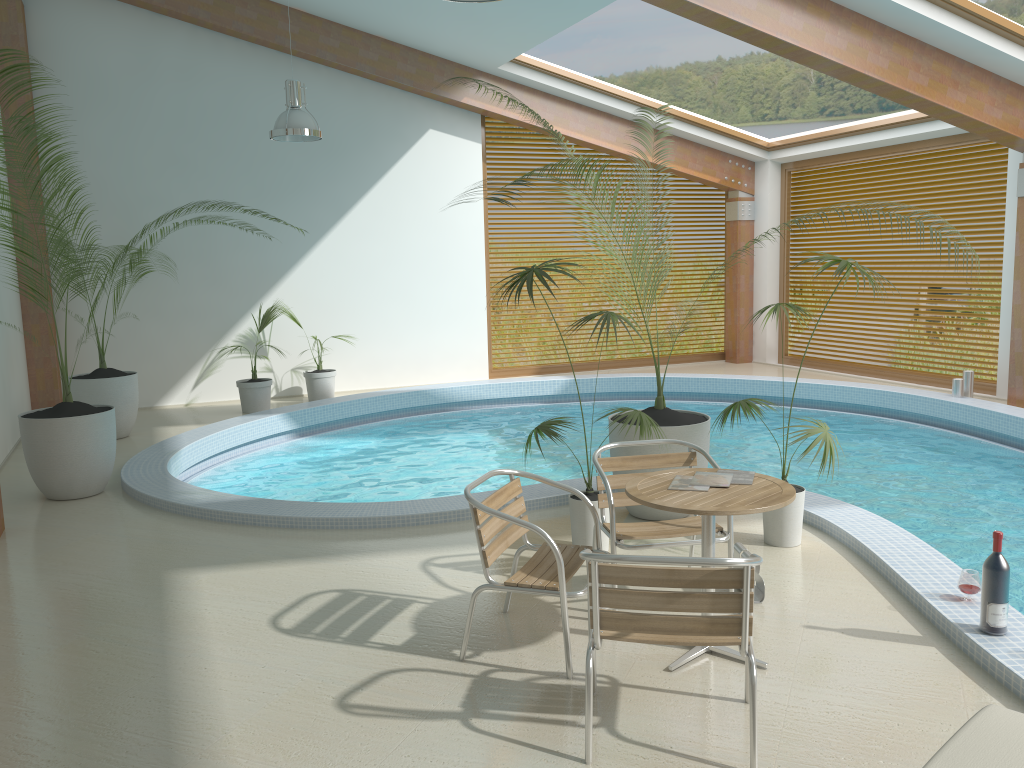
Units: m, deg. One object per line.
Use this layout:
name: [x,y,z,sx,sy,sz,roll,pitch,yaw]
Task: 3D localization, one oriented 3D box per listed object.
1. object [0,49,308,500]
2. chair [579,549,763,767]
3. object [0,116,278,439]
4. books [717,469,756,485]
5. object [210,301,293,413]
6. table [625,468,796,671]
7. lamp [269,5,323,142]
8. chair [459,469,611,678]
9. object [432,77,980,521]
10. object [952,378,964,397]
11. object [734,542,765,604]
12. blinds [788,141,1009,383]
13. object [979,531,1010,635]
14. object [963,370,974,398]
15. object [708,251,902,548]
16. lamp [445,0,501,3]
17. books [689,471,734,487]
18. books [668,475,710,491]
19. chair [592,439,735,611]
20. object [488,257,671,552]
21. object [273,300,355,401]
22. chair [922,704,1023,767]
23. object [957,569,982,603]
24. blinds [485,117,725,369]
object: [-3.367,-0.652,6.790,2.979,2.960,2.729,4,9,33]
chair: [0.562,0.877,3.161,0.618,0.727,0.563,0,8,10]
object: [-4.101,-0.949,9.045,2.729,2.960,2.979,-9,11,-41]
books: [0.975,0.408,3.889,0.166,0.004,0.241,1,8,19]
object: [-2.955,-0.328,10.375,0.822,1.310,1.067,1,8,17]
table: [0.838,0.792,3.786,0.700,0.720,0.700,-2,8,-3]
lamp: [-2.131,-3.361,8.510,0.506,1.958,0.505,-5,9,-22]
chair: [0.118,0.784,3.910,0.563,0.727,0.618,1,8,20]
object: [1.038,-0.592,5.523,2.979,2.960,2.729,-2,8,-5]
object: [4.870,0.037,9.685,0.115,0.204,0.115,1,8,18]
object: [1.184,0.942,4.441,0.081,0.223,0.272,-2,8,-2]
blinds: [5.061,-1.566,11.746,0.095,2.921,4.200,-5,9,-22]
object: [2.031,0.830,3.724,0.109,0.435,0.109,0,8,12]
object: [5.126,0.013,9.968,0.115,0.320,0.115,2,9,26]
object: [1.662,0.092,5.118,0.791,1.695,1.059,-7,10,-35]
lamp: [-0.191,-2.762,3.869,0.506,1.958,0.505,-5,9,-22]
books: [0.868,0.413,3.845,0.166,0.004,0.241,1,8,19]
books: [0.770,0.425,3.806,0.166,0.004,0.241,1,8,19]
chair: [0.735,0.692,4.448,0.618,0.727,0.563,-3,8,-10]
object: [0.371,0.141,5.012,1.059,1.695,0.791,0,8,13]
object: [-2.424,-0.437,11.054,1.067,1.310,0.822,-3,8,-10]
chair: [0.906,1.023,1.596,1.903,0.866,0.861,-9,11,-43]
object: [2.109,0.930,4.087,0.102,0.137,0.102,-3,8,-13]
blinds: [1.433,-2.285,13.533,4.500,4.025,0.099,-5,9,-22]
